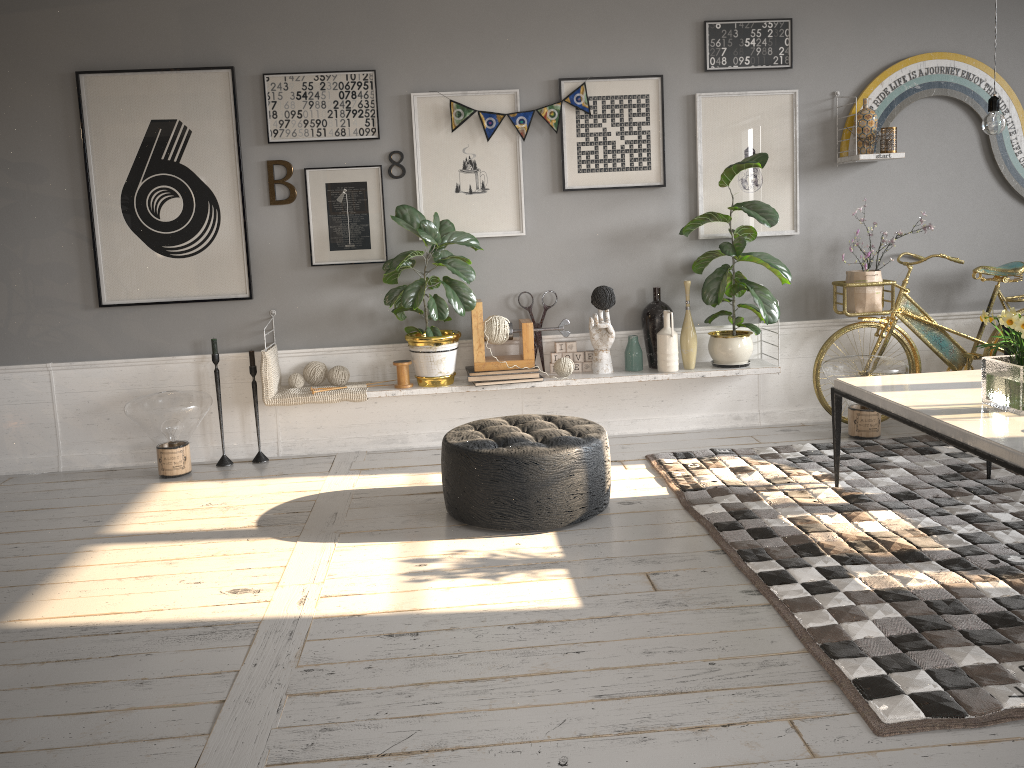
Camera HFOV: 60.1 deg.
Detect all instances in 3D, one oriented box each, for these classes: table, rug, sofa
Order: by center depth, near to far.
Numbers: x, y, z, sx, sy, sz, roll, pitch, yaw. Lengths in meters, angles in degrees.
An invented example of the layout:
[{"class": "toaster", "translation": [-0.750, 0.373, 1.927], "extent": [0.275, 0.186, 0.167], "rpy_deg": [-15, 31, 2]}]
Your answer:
[{"class": "table", "translation": [1.812, 0.335, 3.166], "extent": [0.732, 0.506, 1.470], "rpy_deg": [-3, 10, -4]}, {"class": "rug", "translation": [1.649, 0.540, 3.406], "extent": [1.770, 0.034, 2.551], "rpy_deg": [-3, 11, -4]}, {"class": "sofa", "translation": [3.125, 0.046, 3.656], "extent": [0.970, 0.790, 2.363], "rpy_deg": [-3, 10, -4]}]

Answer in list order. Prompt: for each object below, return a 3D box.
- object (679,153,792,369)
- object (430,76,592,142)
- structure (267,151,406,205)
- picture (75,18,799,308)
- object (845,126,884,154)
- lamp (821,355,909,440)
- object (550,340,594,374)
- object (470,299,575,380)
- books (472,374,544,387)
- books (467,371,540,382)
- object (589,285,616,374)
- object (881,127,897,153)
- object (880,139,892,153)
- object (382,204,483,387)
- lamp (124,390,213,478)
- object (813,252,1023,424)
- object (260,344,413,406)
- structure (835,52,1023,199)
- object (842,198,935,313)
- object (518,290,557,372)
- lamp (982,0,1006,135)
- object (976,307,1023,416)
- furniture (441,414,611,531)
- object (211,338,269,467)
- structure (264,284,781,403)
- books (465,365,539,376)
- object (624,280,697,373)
[{"class": "object", "translation": [1.220, -0.662, 4.812], "extent": [0.568, 1.140, 0.419], "rpy_deg": [3, 9, 35]}, {"class": "object", "translation": [0.013, -1.482, 4.805], "extent": [0.914, 0.337, 0.058], "rpy_deg": [-4, 7, -5]}, {"class": "structure", "translation": [-0.946, -1.118, 4.798], "extent": [0.739, 0.261, 0.024], "rpy_deg": [-3, 7, -4]}, {"class": "picture", "translation": [-1.873, -0.790, 2.706], "extent": [7.293, 1.779, 4.078], "rpy_deg": [-3, 10, -4]}, {"class": "object", "translation": [1.904, -1.322, 4.786], "extent": [0.197, 0.164, 0.060], "rpy_deg": [2, 9, 29]}, {"class": "lamp", "translation": [1.891, 0.068, 4.749], "extent": [0.433, 0.434, 0.436], "rpy_deg": [2, 10, 26]}, {"class": "object", "translation": [0.341, -0.154, 4.945], "extent": [0.265, 0.172, 0.079], "rpy_deg": [-2, 7, 2]}, {"class": "object", "translation": [0.058, -0.245, 4.800], "extent": [0.546, 0.436, 0.240], "rpy_deg": [-3, 8, -4]}, {"class": "books", "translation": [-0.038, -0.037, 4.817], "extent": [0.368, 0.021, 0.299], "rpy_deg": [-4, 11, -10]}, {"class": "books", "translation": [-0.051, -0.059, 4.808], "extent": [0.384, 0.029, 0.262], "rpy_deg": [-3, 11, -3]}, {"class": "object", "translation": [0.497, -0.298, 4.846], "extent": [0.155, 0.479, 0.137], "rpy_deg": [-3, 7, -4]}, {"class": "object", "translation": [2.049, -1.323, 4.812], "extent": [0.086, 0.138, 0.086], "rpy_deg": [-4, 8, -11]}, {"class": "object", "translation": [2.069, -1.311, 4.895], "extent": [0.062, 0.081, 0.063], "rpy_deg": [-7, 9, -28]}, {"class": "object", "translation": [-0.423, -0.466, 4.674], "extent": [0.511, 0.955, 0.549], "rpy_deg": [-5, 8, -19]}, {"class": "lamp", "translation": [-1.783, 0.261, 4.635], "extent": [0.432, 0.434, 0.436], "rpy_deg": [0, 9, 18]}, {"class": "object", "translation": [2.492, -0.266, 4.968], "extent": [1.627, 0.962, 0.430], "rpy_deg": [-5, 8, -13]}, {"class": "object", "translation": [-0.925, -0.066, 4.746], "extent": [0.785, 0.304, 0.332], "rpy_deg": [-3, 9, -3]}, {"class": "structure", "translation": [2.835, -1.405, 4.930], "extent": [2.022, 0.948, 0.269], "rpy_deg": [-3, 7, -4]}, {"class": "object", "translation": [2.072, -0.708, 4.860], "extent": [0.488, 0.636, 0.256], "rpy_deg": [-1, 8, 14]}, {"class": "object", "translation": [0.152, -0.290, 4.951], "extent": [0.221, 0.460, 0.019], "rpy_deg": [-3, 7, -4]}, {"class": "lamp", "translation": [1.111, -1.530, 2.629], "extent": [1.402, 1.523, 0.074], "rpy_deg": [-9, 9, -35]}, {"class": "object", "translation": [1.817, -0.090, 3.111], "extent": [0.325, 0.348, 0.355], "rpy_deg": [-3, 9, -2]}, {"class": "furniture", "translation": [0.061, 0.363, 3.855], "extent": [0.736, 0.353, 0.741], "rpy_deg": [-6, 10, -17]}, {"class": "object", "translation": [-1.484, 0.086, 4.783], "extent": [0.280, 0.695, 0.092], "rpy_deg": [-4, 7, -12]}, {"class": "structure", "translation": [0.076, -0.223, 4.834], "extent": [2.776, 0.482, 0.310], "rpy_deg": [-3, 8, -4]}, {"class": "books", "translation": [-0.056, -0.083, 4.815], "extent": [0.379, 0.017, 0.231], "rpy_deg": [-4, 11, -7]}, {"class": "object", "translation": [0.812, -0.318, 4.853], "extent": [0.287, 0.484, 0.333], "rpy_deg": [-10, 11, -43]}]
